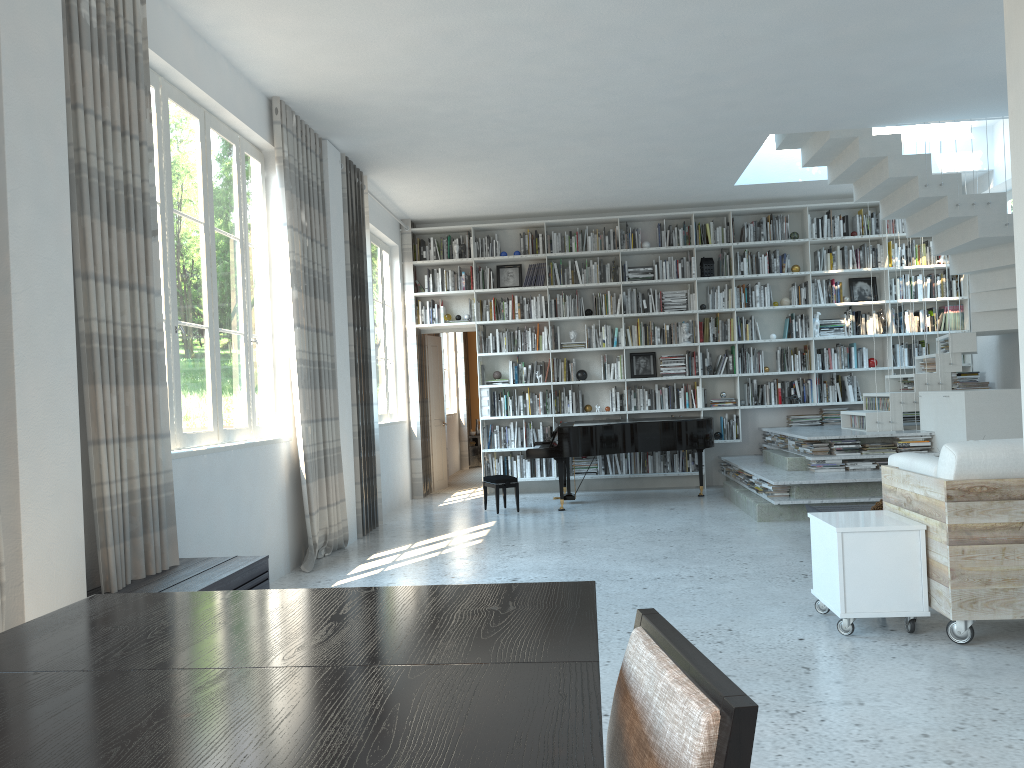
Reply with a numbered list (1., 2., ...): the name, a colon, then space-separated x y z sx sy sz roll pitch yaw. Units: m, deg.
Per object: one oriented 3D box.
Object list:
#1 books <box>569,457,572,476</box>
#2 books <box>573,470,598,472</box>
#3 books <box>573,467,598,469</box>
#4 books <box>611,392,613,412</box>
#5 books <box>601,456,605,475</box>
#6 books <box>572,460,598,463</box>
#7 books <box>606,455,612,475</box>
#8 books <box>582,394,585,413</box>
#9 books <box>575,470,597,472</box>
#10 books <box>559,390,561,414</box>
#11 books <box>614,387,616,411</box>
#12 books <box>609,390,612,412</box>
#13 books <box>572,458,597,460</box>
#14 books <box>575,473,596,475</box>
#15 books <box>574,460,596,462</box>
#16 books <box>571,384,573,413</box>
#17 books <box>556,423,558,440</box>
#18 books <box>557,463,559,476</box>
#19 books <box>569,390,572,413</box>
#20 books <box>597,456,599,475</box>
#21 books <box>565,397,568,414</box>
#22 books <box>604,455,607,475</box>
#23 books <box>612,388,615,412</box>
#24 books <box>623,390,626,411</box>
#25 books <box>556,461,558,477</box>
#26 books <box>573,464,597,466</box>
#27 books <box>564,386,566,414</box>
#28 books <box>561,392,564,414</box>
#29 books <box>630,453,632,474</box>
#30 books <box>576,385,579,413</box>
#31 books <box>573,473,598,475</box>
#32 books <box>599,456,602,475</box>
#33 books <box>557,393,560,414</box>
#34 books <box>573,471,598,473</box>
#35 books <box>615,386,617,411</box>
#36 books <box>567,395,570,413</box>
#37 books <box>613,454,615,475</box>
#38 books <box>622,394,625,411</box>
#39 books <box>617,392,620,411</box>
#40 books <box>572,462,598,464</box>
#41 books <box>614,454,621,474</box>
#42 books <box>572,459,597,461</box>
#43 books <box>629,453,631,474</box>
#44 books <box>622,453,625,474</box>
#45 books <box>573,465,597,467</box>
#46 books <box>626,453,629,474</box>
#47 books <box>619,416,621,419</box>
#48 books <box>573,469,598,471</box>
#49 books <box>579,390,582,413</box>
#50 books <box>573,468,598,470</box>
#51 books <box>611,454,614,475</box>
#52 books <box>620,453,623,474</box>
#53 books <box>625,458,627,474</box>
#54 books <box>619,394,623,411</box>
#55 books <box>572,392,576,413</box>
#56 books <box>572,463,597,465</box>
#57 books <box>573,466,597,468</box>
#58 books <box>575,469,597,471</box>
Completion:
1. books: 0.683 0.923 10.318 0.027 0.282 0.129 -3 0 5
2. books: 0.852 1.012 10.293 0.285 0.007 0.159 -3 -1 10
3. books: 0.849 0.970 10.294 0.285 0.007 0.159 -3 -1 0
4. books: 1.156 0.206 10.283 0.015 0.225 0.148 -3 0 5
5. books: 1.054 0.946 10.273 0.029 0.202 0.178 -3 0 5
6. books: 0.847 0.900 10.299 0.285 0.005 0.159 -3 -1 2
7. books: 1.125 0.917 10.268 0.062 0.253 0.177 -3 0 5
8. books: 0.826 0.228 10.303 0.023 0.212 0.160 -3 0 5
9. books: 0.852 1.005 10.296 0.254 0.007 0.161 -3 -1 1
10. books: 0.561 0.209 10.307 0.012 0.272 0.181 -3 0 5
11. books: 1.194 0.178 10.275 0.010 0.277 0.155 -3 0 5
12. books: 1.141 0.192 10.276 0.012 0.254 0.161 -3 0 5
13. books: 0.845 0.867 10.294 0.285 0.005 0.159 -3 -1 10
14. books: 0.851 1.039 10.296 0.254 0.007 0.161 -3 -1 9
15. books: 0.847 0.889 10.305 0.254 0.006 0.161 -3 -1 5
16. books: 0.702 0.170 10.325 0.013 0.339 0.138 -3 0 5
17. books: 0.528 0.587 10.334 0.023 0.266 0.134 -3 0 5
18. books: 0.539 0.955 10.335 0.012 0.230 0.138 -3 0 5
19. books: 0.682 0.205 10.301 0.027 0.269 0.185 -3 0 5
20. books: 1.001 0.922 10.275 0.012 0.254 0.161 -3 0 5
21. books: 0.637 0.244 10.312 0.024 0.196 0.157 -3 0 5
22. books: 1.083 0.927 10.283 0.028 0.238 0.136 -3 0 5
23. books: 1.174 0.183 10.263 0.027 0.269 0.159 -3 0 5
24. books: 1.308 0.191 10.286 0.019 0.242 0.107 -3 0 5
25. books: 0.526 0.928 10.333 0.012 0.285 0.159 -3 0 5
26. books: 0.846 0.938 10.301 0.285 0.005 0.159 -3 -1 3
27. books: 0.615 0.186 10.309 0.014 0.313 0.166 -3 0 5
28. books: 0.589 0.220 10.312 0.042 0.248 0.162 -3 0 5
29. books: 1.374 0.914 10.264 0.010 0.238 0.134 -3 0 5
30. books: 0.760 0.172 10.296 0.050 0.328 0.166 -3 0 5
31. books: 0.852 1.046 10.306 0.285 0.007 0.159 -3 -1 5
32. books: 1.024 0.916 10.289 0.031 0.265 0.144 -3 0 5
33. books: 0.541 0.227 10.316 0.030 0.239 0.157 -3 0 5
34. books: 0.850 1.018 10.296 0.285 0.007 0.159 -3 -1 1
35. books: 1.205 0.171 10.271 0.014 0.291 0.132 -3 0 5
36. books: 0.659 0.233 10.306 0.021 0.215 0.172 -3 0 5
37. books: 1.172 0.904 10.254 0.012 0.274 0.180 -3 0 5
38. books: 1.285 0.212 10.262 0.024 0.201 0.158 -3 0 5
39. books: 1.227 0.205 10.260 0.029 0.221 0.153 -3 0 5
40. books: 0.844 0.911 10.296 0.285 0.005 0.159 -3 -1 1
41. books: 1.216 0.902 10.263 0.073 0.276 0.181 -3 0 5
42. books: 0.846 0.878 10.306 0.285 0.005 0.159 -3 -1 5
43. books: 1.362 0.906 10.262 0.012 0.254 0.161 -3 0 5
44. books: 1.288 0.906 10.240 0.024 0.260 0.189 -3 0 5
45. books: 0.849 0.950 10.306 0.285 0.007 0.159 -3 -1 5
46. books: 1.338 0.915 10.272 0.021 0.237 0.115 -3 0 5
47. books: 1.260 0.527 10.256 0.013 0.320 0.173 -3 0 5
48. books: 0.852 0.997 10.301 0.285 0.007 0.159 -3 -1 7
49. books: 0.799 0.204 10.290 0.027 0.261 0.163 -3 0 5
50. books: 0.850 0.984 10.296 0.285 0.007 0.159 -3 -1 1
51. books: 1.162 0.926 10.263 0.011 0.232 0.174 -3 0 5
52. books: 1.267 0.908 10.273 0.025 0.259 0.132 -3 0 5
53. books: 1.315 0.945 10.254 0.024 0.180 0.171 -3 0 5
54. books: 1.259 0.217 10.277 0.031 0.194 0.142 -3 0 5
55. books: 0.724 0.218 10.315 0.029 0.241 0.135 -3 0 5
56. books: 0.845 0.922 10.304 0.285 0.005 0.159 -3 -1 4
57. books: 0.849 0.957 10.303 0.285 0.007 0.159 -3 -1 6
58. books: 0.850 0.991 10.296 0.254 0.007 0.161 -3 -1 1
